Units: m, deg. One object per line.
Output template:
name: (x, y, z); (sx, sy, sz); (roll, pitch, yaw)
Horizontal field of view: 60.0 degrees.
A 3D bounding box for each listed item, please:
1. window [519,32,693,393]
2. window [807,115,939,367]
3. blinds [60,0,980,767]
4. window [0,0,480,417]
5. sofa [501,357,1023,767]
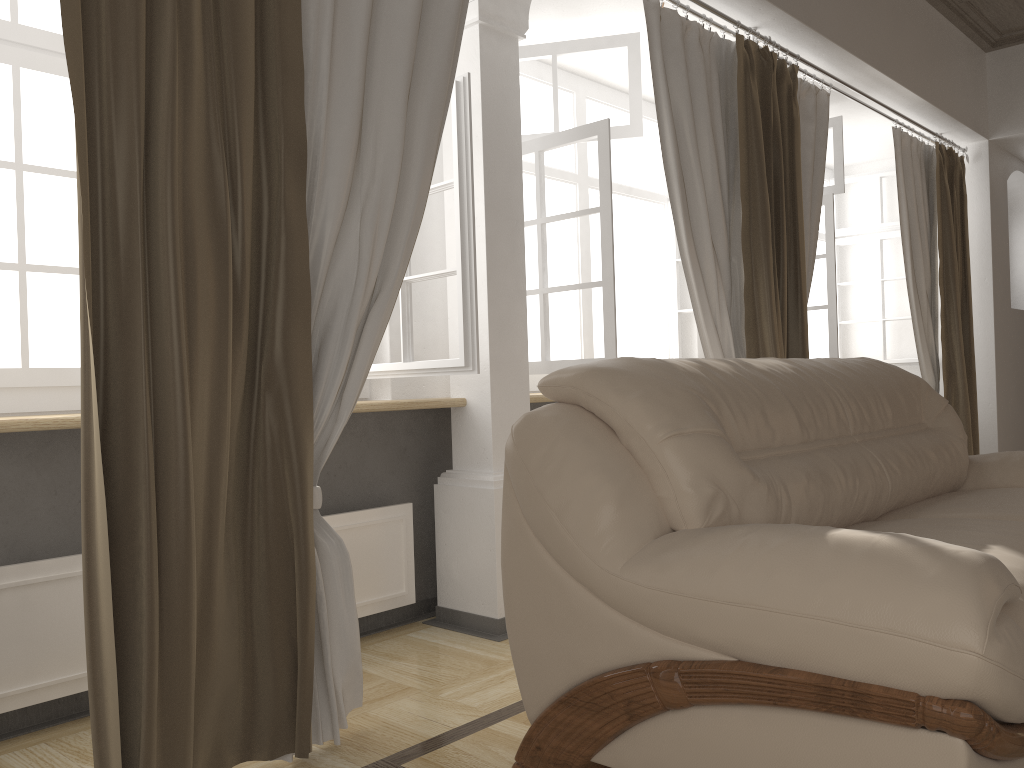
window: (0.615, -0.726, 4.072); (0.784, 1.500, 1.759); (-2, 0, 42)
window: (1.976, -0.770, 5.522); (0.782, 1.500, 1.653); (-2, 0, 43)
blinds: (0.998, -0.341, 3.610); (0.285, 2.294, 5.765); (-2, 0, 43)
window: (-0.862, -0.679, 2.463); (0.781, 1.500, 1.600); (-2, 0, 43)
sofa: (1.022, 0.362, 2.382); (1.051, 0.900, 2.135); (-2, 0, 43)
